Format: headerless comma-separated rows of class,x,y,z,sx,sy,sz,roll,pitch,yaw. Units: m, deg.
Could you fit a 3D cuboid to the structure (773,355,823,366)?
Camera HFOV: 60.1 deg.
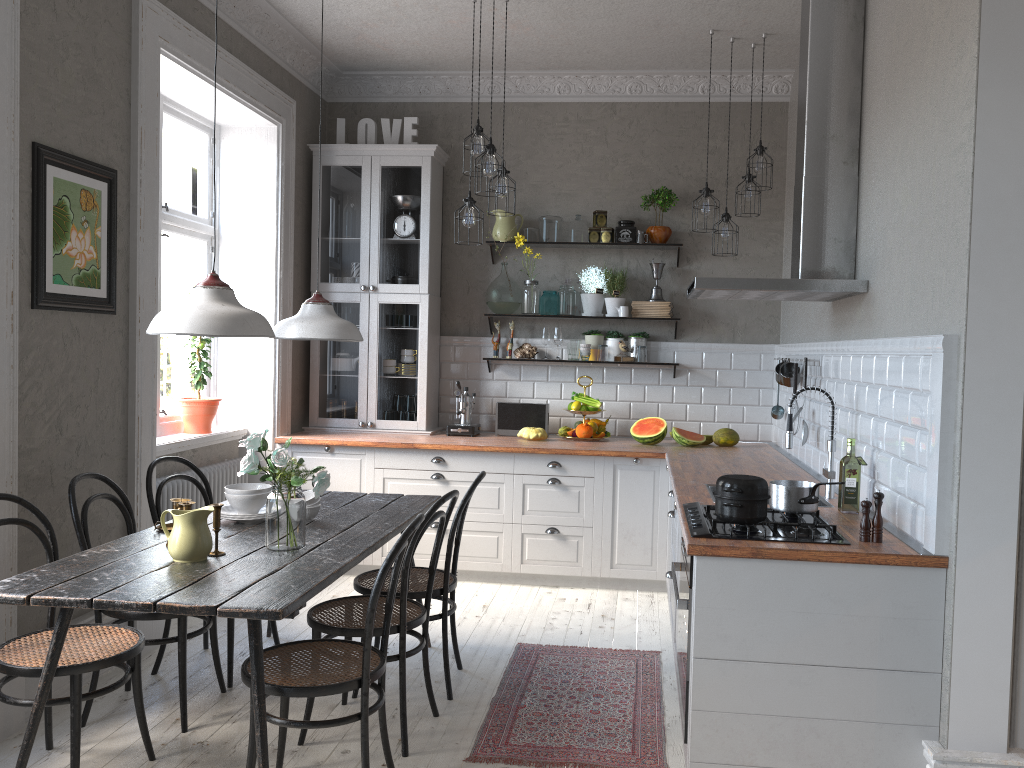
structure,1.574,-0.133,4.918,0.094,0.053,1.091,2,2,8

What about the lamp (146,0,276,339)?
lamp,-0.915,-1.074,2.739,0.371,1.858,0.387,4,3,45

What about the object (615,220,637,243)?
object,0.771,-1.018,5.988,0.141,0.174,0.143,2,2,7

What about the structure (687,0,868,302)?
structure,1.200,-1.201,4.048,0.709,1.595,0.715,2,2,7

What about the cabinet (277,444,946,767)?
cabinet,0.448,0.842,4.604,2.029,0.854,4.109,0,3,-37

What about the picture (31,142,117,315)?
picture,-1.738,-0.597,3.547,0.020,0.619,0.524,2,2,8

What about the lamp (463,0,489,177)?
lamp,-0.159,-1.951,4.553,0.147,1.735,0.146,1,2,-6

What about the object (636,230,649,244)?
object,0.866,-0.972,5.880,0.093,0.096,0.075,2,2,7

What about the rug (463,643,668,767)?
rug,0.284,1.297,3.669,0.732,0.014,1.295,2,2,8

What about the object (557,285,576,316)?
object,0.368,-0.560,5.966,0.122,0.206,0.127,3,3,30

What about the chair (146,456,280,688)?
chair,-1.313,0.794,3.910,0.542,0.920,0.444,2,2,19

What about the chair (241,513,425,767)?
chair,-0.560,0.860,2.764,0.548,0.920,0.439,2,2,4

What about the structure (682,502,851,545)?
structure,0.858,0.469,3.088,0.494,0.031,0.608,2,2,7

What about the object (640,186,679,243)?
object,0.998,-1.121,5.914,0.256,0.397,0.245,3,3,32

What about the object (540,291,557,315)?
object,0.258,-0.551,6.068,0.125,0.172,0.127,2,2,11

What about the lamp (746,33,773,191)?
lamp,1.462,-2.004,5.133,0.149,1.735,0.144,1,2,-21

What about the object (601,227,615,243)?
object,0.642,-0.990,5.952,0.082,0.113,0.084,2,2,17

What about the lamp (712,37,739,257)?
lamp,1.286,-1.631,5.229,0.149,1.735,0.144,1,2,-21

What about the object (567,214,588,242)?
object,0.453,-1.052,6.076,0.143,0.220,0.137,0,3,-33

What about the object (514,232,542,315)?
object,0.102,-0.735,5.933,0.192,0.540,0.280,1,2,-1

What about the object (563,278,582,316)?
object,0.413,-0.593,6.112,0.130,0.264,0.132,2,2,13

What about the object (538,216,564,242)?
object,0.261,-1.037,6.002,0.176,0.184,0.168,-1,3,-44

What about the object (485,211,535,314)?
object,-0.063,-0.810,5.992,0.339,0.674,0.332,0,2,-24

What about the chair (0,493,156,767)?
chair,-1.480,0.830,2.876,0.544,0.920,0.442,2,2,14

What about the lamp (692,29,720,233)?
lamp,1.142,-1.753,5.105,0.143,1.735,0.150,3,3,39

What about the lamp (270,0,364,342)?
lamp,-0.783,-1.106,3.627,0.375,1.858,0.383,2,2,15

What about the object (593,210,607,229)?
object,0.590,-1.103,5.945,0.083,0.113,0.082,1,2,-13

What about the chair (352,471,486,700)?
chair,-0.397,0.824,3.775,0.548,0.920,0.439,2,2,4

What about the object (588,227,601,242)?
object,0.556,-0.993,5.965,0.082,0.113,0.083,2,2,7

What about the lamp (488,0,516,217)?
lamp,-0.034,-1.772,4.703,0.147,1.735,0.146,1,2,-6

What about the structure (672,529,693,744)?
structure,0.874,0.834,3.094,0.615,0.623,0.625,2,2,7

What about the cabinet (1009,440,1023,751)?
cabinet,1.834,0.736,2.760,0.663,1.297,0.385,2,2,7

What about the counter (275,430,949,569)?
counter,-0.010,0.423,4.488,3.146,0.039,3.407,2,2,7

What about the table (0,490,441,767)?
table,-0.929,0.919,3.361,0.900,0.735,1.929,2,2,8

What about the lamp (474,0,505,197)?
lamp,-0.091,-1.812,4.391,0.150,1.735,0.144,0,3,-36

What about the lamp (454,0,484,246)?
lamp,-0.211,-1.619,4.731,0.149,1.735,0.144,0,2,-26

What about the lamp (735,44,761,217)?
lamp,1.443,-1.883,5.311,0.150,1.735,0.143,0,3,-41

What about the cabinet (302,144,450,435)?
cabinet,-0.913,-0.615,6.020,0.875,1.921,0.389,2,2,6

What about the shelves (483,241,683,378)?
shelves,0.478,-0.485,6.017,1.310,0.923,0.229,2,2,6

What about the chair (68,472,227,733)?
chair,-1.402,0.810,3.429,0.548,0.920,0.439,2,2,4

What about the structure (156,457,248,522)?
structure,-1.755,0.683,4.884,0.148,0.428,1.227,2,2,6

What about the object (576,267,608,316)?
object,0.568,-0.633,6.033,0.241,0.354,0.238,3,2,25

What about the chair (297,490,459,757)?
chair,-0.486,0.841,3.296,0.544,0.920,0.442,2,2,14
